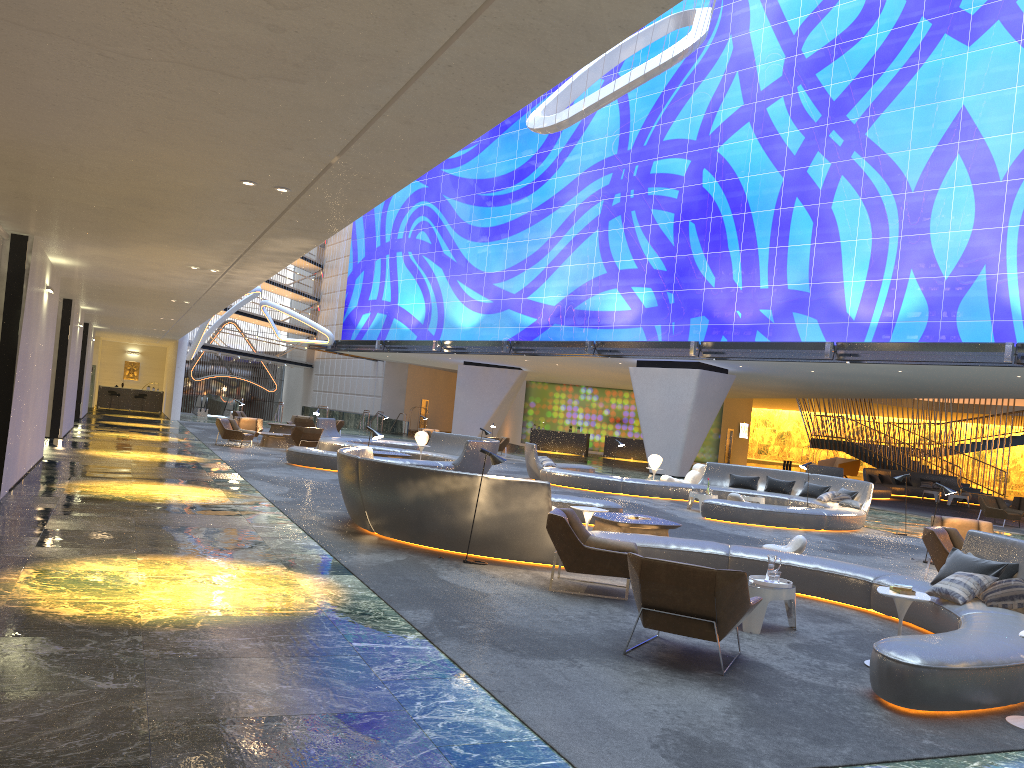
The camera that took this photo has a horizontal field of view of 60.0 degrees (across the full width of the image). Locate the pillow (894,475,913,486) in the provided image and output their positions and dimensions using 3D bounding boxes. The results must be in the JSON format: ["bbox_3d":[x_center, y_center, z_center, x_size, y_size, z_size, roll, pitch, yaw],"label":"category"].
[{"bbox_3d":[15.785,3.908,35.752,0.785,0.386,0.315,6,-1,-7],"label":"pillow"}]

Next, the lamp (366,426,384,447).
[{"bbox_3d":[-2.177,1.303,13.516,0.383,1.300,0.202,6,0,26],"label":"lamp"}]

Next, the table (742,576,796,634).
[{"bbox_3d":[2.237,2.013,8.142,0.672,0.406,0.673,6,-2,-27],"label":"table"}]

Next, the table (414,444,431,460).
[{"bbox_3d":[-2.491,1.973,24.221,0.418,0.595,0.427,6,-1,-24],"label":"table"}]

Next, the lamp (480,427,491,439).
[{"bbox_3d":[-0.738,1.737,22.041,0.384,1.300,0.202,6,0,-6],"label":"lamp"}]

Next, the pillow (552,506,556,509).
[{"bbox_3d":[0.435,1.551,10.362,0.876,0.262,0.693,5,-2,29],"label":"pillow"}]

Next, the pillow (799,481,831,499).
[{"bbox_3d":[7.231,2.554,21.179,0.315,0.386,0.784,6,-2,-32],"label":"pillow"}]

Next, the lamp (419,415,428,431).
[{"bbox_3d":[-3.663,1.919,35.973,0.384,1.300,0.202,6,0,-6],"label":"lamp"}]

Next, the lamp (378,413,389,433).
[{"bbox_3d":[-4.337,1.629,29.456,0.384,1.300,0.202,6,0,-6],"label":"lamp"}]

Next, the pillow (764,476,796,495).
[{"bbox_3d":[6.577,2.506,21.831,0.758,0.417,0.282,5,-1,35],"label":"pillow"}]

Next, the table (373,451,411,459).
[{"bbox_3d":[-3.251,1.961,22.755,1.204,0.392,1.202,6,-2,-23],"label":"table"}]

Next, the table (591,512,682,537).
[{"bbox_3d":[1.700,2.115,12.686,1.204,0.392,1.202,6,-2,-23],"label":"table"}]

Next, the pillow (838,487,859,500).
[{"bbox_3d":[7.566,2.557,20.200,0.317,0.366,0.775,6,-2,-7],"label":"pillow"}]

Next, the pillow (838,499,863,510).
[{"bbox_3d":[7.317,2.604,19.149,0.444,0.207,0.444,5,-2,28],"label":"pillow"}]

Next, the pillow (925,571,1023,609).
[{"bbox_3d":[4.296,1.886,8.154,0.873,0.280,0.685,5,-2,14],"label":"pillow"}]

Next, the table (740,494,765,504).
[{"bbox_3d":[5.345,2.732,20.108,0.673,0.406,0.671,6,-1,-4],"label":"table"}]

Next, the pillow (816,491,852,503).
[{"bbox_3d":[7.367,2.582,20.224,0.876,0.262,0.694,5,-2,32],"label":"pillow"}]

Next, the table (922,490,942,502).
[{"bbox_3d":[15.931,4.253,33.618,0.670,0.406,0.674,5,-2,21],"label":"table"}]

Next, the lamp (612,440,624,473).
[{"bbox_3d":[2.871,2.177,24.312,0.383,1.300,0.202,6,0,42],"label":"lamp"}]

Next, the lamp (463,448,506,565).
[{"bbox_3d":[-0.300,1.369,9.922,0.384,1.300,0.201,6,0,-24],"label":"lamp"}]

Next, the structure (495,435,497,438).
[{"bbox_3d":[-1.000,2.317,50.646,0.771,2.051,1.024,5,0,45],"label":"structure"}]

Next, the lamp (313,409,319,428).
[{"bbox_3d":[-5.700,1.365,25.704,0.202,1.300,0.384,6,0,-7],"label":"lamp"}]

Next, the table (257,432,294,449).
[{"bbox_3d":[-7.112,1.714,26.870,1.204,0.392,1.202,7,-2,-24],"label":"table"}]

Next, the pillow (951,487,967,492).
[{"bbox_3d":[17.646,4.179,34.982,0.445,0.207,0.442,7,-2,-37],"label":"pillow"}]

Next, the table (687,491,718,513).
[{"bbox_3d":[4.097,2.578,19.256,0.670,0.406,0.674,5,-2,29],"label":"table"}]

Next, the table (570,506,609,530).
[{"bbox_3d":[0.946,1.877,11.272,0.418,0.595,0.427,6,-1,-27],"label":"table"}]

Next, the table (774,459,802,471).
[{"bbox_3d":[14.625,4.415,47.099,1.240,0.727,2.310,5,-2,24],"label":"table"}]

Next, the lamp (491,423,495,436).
[{"bbox_3d":[-0.775,2.141,34.010,0.202,1.300,0.384,6,0,-7],"label":"lamp"}]

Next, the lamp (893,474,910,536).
[{"bbox_3d":[8.122,2.506,18.522,0.383,1.300,0.202,6,0,20],"label":"lamp"}]

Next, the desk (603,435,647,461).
[{"bbox_3d":[6.313,3.367,45.993,2.975,1.097,0.814,5,-1,13],"label":"desk"}]

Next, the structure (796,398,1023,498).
[{"bbox_3d":[22.360,2.499,40.328,11.998,6.246,16.474,6,-2,-24],"label":"structure"}]

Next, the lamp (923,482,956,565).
[{"bbox_3d":[6.765,2.216,14.010,0.383,1.300,0.202,6,0,29],"label":"lamp"}]

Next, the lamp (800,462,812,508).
[{"bbox_3d":[6.773,2.439,20.519,0.384,1.300,0.201,6,0,-30],"label":"lamp"}]

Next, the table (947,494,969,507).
[{"bbox_3d":[16.172,4.226,32.121,0.672,0.406,0.672,7,-2,-36],"label":"table"}]

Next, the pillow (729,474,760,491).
[{"bbox_3d":[5.796,2.462,22.176,0.768,0.369,0.295,5,-1,20],"label":"pillow"}]

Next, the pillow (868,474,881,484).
[{"bbox_3d":[14.279,3.745,34.868,0.770,0.369,0.294,7,-2,-44],"label":"pillow"}]

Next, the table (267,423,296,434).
[{"bbox_3d":[-9.139,1.797,35.265,1.203,0.392,1.203,6,-2,-6],"label":"table"}]

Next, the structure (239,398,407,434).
[{"bbox_3d":[-14.423,5.310,57.510,9.316,8.398,19.715,6,-2,-24],"label":"structure"}]

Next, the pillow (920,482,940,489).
[{"bbox_3d":[16.702,4.037,35.476,0.878,0.262,0.691,7,-2,-33],"label":"pillow"}]

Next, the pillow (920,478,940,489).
[{"bbox_3d":[16.810,4.010,35.644,0.774,0.366,0.317,5,-1,18],"label":"pillow"}]

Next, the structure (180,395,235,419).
[{"bbox_3d":[-20.106,4.605,54.523,3.020,8.238,19.811,6,-2,-24],"label":"structure"}]

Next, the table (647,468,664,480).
[{"bbox_3d":[3.877,2.616,24.344,0.427,0.595,0.418,5,-1,41],"label":"table"}]

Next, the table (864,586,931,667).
[{"bbox_3d":[3.035,1.941,6.988,0.427,0.595,0.418,5,-1,20],"label":"table"}]

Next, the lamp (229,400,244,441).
[{"bbox_3d":[-8.588,1.142,27.668,0.384,1.300,0.202,6,0,-6],"label":"lamp"}]

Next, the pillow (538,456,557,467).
[{"bbox_3d":[0.857,2.036,23.372,0.693,0.262,0.877,6,-2,-15],"label":"pillow"}]

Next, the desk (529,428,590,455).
[{"bbox_3d":[2.454,2.974,45.803,2.974,1.097,0.814,5,-1,15],"label":"desk"}]

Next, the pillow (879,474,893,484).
[{"bbox_3d":[14.921,3.805,35.432,0.760,0.417,0.281,7,-1,-30],"label":"pillow"}]

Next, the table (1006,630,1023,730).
[{"bbox_3d":[3.512,1.957,5.814,0.427,0.595,0.418,5,-1,41],"label":"table"}]
